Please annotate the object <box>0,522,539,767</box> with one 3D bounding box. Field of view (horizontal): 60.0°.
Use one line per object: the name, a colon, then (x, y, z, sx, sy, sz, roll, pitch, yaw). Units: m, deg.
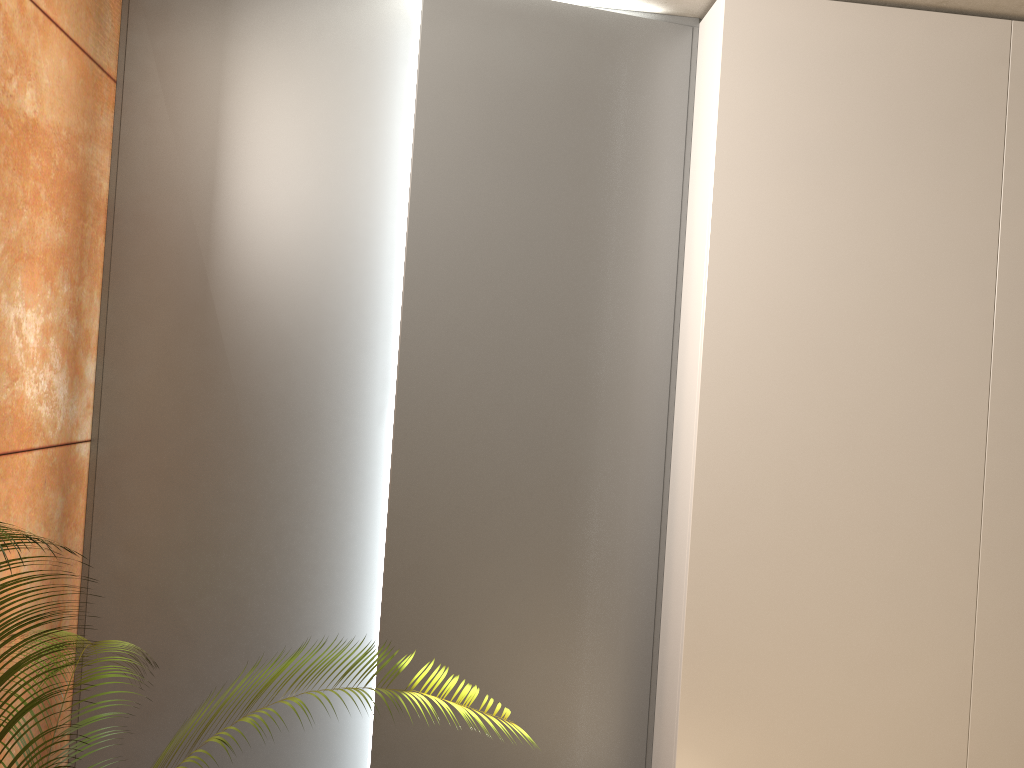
object: (1.838, 0.996, 1.150, 6.200, 1.455, 4.200, 4, -1, -5)
